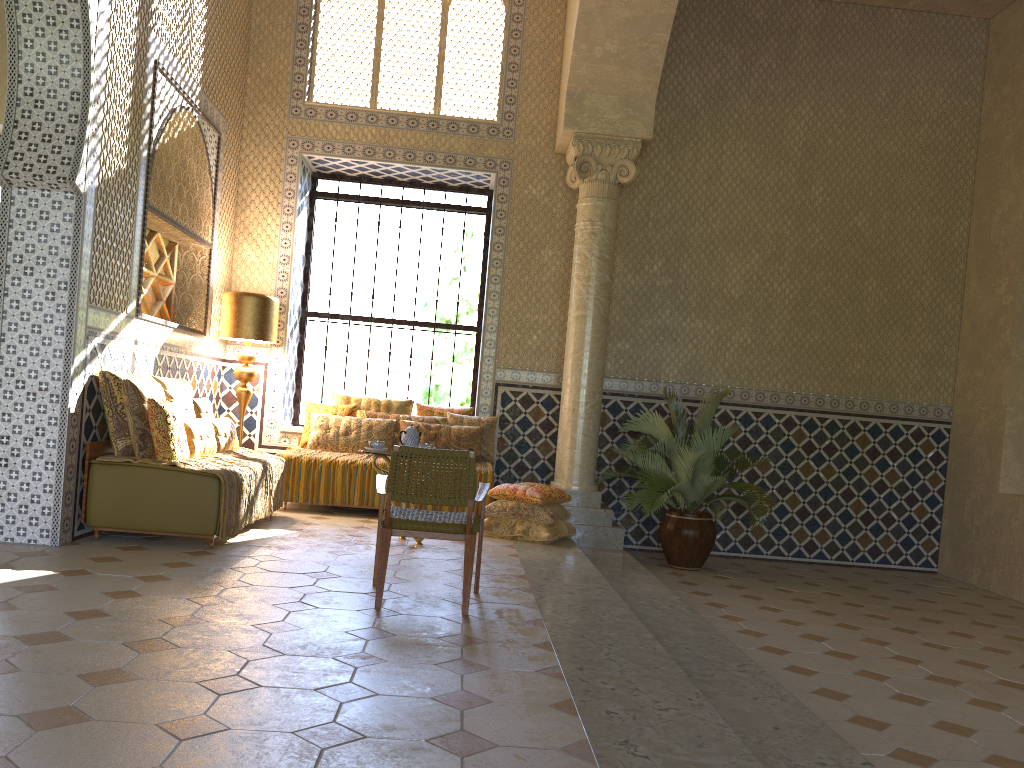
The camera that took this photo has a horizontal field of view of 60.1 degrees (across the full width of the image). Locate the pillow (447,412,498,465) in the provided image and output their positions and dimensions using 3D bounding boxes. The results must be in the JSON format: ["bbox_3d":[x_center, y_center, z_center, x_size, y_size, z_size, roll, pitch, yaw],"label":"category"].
[{"bbox_3d":[-0.589,0.775,12.558,0.741,0.694,0.340,5,1,-3],"label":"pillow"}]

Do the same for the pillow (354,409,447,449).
[{"bbox_3d":[-1.584,0.719,12.481,1.341,0.616,0.370,5,0,-3],"label":"pillow"}]

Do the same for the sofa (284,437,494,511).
[{"bbox_3d":[-1.684,1.331,12.247,2.850,0.938,1.273,5,-1,-3],"label":"sofa"}]

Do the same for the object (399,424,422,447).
[{"bbox_3d":[-1.123,0.602,9.778,0.273,0.324,0.198,5,0,-14],"label":"object"}]

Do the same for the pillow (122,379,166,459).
[{"bbox_3d":[-3.585,0.360,8.733,0.383,0.781,0.834,5,0,-3],"label":"pillow"}]

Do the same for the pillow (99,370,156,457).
[{"bbox_3d":[-3.793,0.308,8.944,0.422,0.833,1.192,5,-1,-3],"label":"pillow"}]

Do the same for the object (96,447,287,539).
[{"bbox_3d":[-3.338,1.094,9.596,1.314,0.718,2.885,5,-2,-3],"label":"object"}]

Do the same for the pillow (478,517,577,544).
[{"bbox_3d":[0.193,1.793,11.042,0.989,0.368,1.044,4,-2,22],"label":"pillow"}]

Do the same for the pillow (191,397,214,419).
[{"bbox_3d":[-3.600,0.475,10.282,0.313,0.638,0.681,5,0,-3],"label":"pillow"}]

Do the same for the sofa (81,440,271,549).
[{"bbox_3d":[-3.400,1.098,9.605,1.274,0.938,2.849,5,-2,-3],"label":"sofa"}]

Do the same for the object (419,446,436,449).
[{"bbox_3d":[-0.909,0.718,9.472,0.183,0.100,0.183,5,-1,-7],"label":"object"}]

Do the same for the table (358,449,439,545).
[{"bbox_3d":[-1.179,1.250,9.753,1.098,0.981,1.102,5,-1,26],"label":"table"}]

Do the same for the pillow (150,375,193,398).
[{"bbox_3d":[-3.860,0.342,10.138,0.422,0.833,1.192,5,-1,-3],"label":"pillow"}]

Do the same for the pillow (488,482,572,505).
[{"bbox_3d":[0.226,1.383,11.015,0.802,0.311,0.749,4,-2,31],"label":"pillow"}]

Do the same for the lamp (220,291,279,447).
[{"bbox_3d":[-3.640,0.198,12.008,0.738,2.817,0.735,4,1,-34],"label":"lamp"}]

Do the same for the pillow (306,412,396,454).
[{"bbox_3d":[-2.220,0.713,12.227,1.192,0.547,0.329,5,0,-3],"label":"pillow"}]

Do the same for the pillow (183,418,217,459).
[{"bbox_3d":[-3.354,0.594,9.409,0.271,0.451,0.982,5,-1,-3],"label":"pillow"}]

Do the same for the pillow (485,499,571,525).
[{"bbox_3d":[0.192,1.590,11.027,0.930,0.348,0.881,4,-2,17],"label":"pillow"}]

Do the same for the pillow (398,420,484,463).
[{"bbox_3d":[-1.001,0.818,12.298,1.192,0.547,0.329,5,0,-3],"label":"pillow"}]

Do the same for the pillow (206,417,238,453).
[{"bbox_3d":[-3.406,0.621,10.344,0.271,0.451,0.982,5,-1,-3],"label":"pillow"}]

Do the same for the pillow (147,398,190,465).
[{"bbox_3d":[-3.324,0.472,8.607,0.345,0.652,0.684,5,0,-4],"label":"pillow"}]

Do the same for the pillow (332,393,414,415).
[{"bbox_3d":[-2.033,0.581,12.692,1.192,0.833,0.422,5,1,-3],"label":"pillow"}]

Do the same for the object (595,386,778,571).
[{"bbox_3d":[2.535,1.247,11.894,2.645,2.504,2.161,5,0,-16],"label":"object"}]

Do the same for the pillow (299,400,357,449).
[{"bbox_3d":[-2.586,0.603,12.443,0.741,0.694,0.340,5,1,-3],"label":"pillow"}]

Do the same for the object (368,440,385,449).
[{"bbox_3d":[-1.488,0.678,9.721,0.184,0.100,0.183,5,-1,-22],"label":"object"}]

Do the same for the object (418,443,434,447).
[{"bbox_3d":[-0.992,0.732,10.102,0.184,0.100,0.183,5,-1,-14],"label":"object"}]

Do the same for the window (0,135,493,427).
[{"bbox_3d":[-4.644,-1.417,13.357,8.488,3.995,0.573,5,1,-7],"label":"window"}]

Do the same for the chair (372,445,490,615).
[{"bbox_3d":[-0.653,1.085,6.955,0.950,1.210,0.906,5,0,-3],"label":"chair"}]

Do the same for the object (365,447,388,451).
[{"bbox_3d":[-1.491,0.716,9.722,0.256,0.032,0.255,6,-2,-24],"label":"object"}]

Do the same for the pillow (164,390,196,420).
[{"bbox_3d":[-3.552,0.422,9.480,0.340,0.694,0.740,5,0,-3],"label":"pillow"}]

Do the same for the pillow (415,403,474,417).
[{"bbox_3d":[-1.008,0.701,12.810,0.855,0.801,0.393,5,1,-3],"label":"pillow"}]

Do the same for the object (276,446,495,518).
[{"bbox_3d":[-1.719,1.317,12.182,2.886,0.718,1.314,5,-1,-3],"label":"object"}]
